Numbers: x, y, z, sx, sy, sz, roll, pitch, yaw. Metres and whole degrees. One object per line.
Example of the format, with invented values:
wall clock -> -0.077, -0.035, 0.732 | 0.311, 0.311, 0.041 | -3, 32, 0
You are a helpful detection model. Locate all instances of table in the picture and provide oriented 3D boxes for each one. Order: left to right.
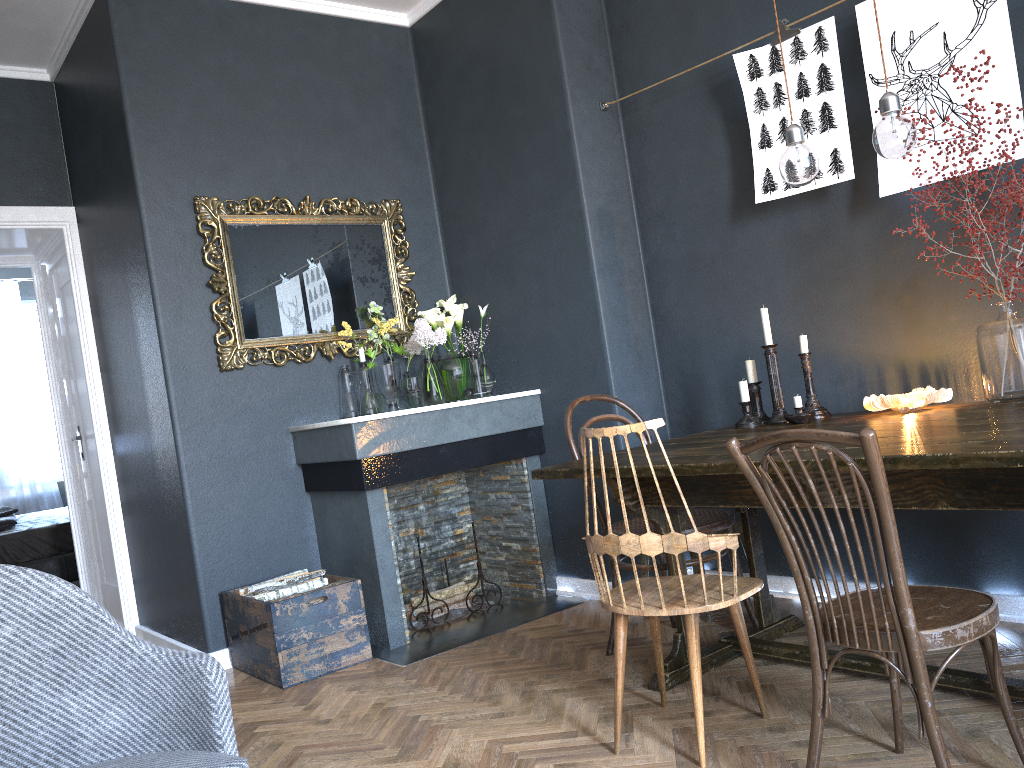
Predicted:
table -> 0.755, 0.745, 3.596 | 0.364, 0.318, 0.370 | -8, 0, -37
table -> 1.034, 0.480, 2.449 | 1.125, 0.727, 1.606 | -8, -1, -37

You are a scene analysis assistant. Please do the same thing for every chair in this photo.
chair -> -0.806, 0.706, 1.456 | 0.495, 0.811, 0.644 | -9, 0, 31
chair -> 0.514, 0.469, 3.117 | 0.437, 0.920, 0.550 | -9, 0, -35
chair -> 0.416, 0.513, 2.373 | 0.456, 0.856, 0.383 | -9, 0, 38
chair -> 0.767, 0.465, 1.820 | 0.466, 0.820, 0.363 | -9, 0, -38

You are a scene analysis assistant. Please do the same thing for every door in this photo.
door -> -2.370, 0.295, 5.057 | 0.161, 2.187, 0.858 | -9, 0, -37

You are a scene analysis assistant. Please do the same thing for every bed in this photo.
bed -> -3.249, 0.977, 7.173 | 2.372, 1.162, 2.268 | -8, -1, -37

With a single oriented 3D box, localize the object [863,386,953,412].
object -> 1.224, 0.051, 2.744 | 0.252, 0.072, 0.254 | -8, -1, -31

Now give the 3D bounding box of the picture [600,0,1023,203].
picture -> 1.787, -1.079, 2.113 | 0.057, 0.771, 4.462 | -9, 0, -38

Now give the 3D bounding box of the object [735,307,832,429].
object -> 0.902, -0.069, 3.098 | 0.223, 0.419, 0.368 | -9, 0, -36

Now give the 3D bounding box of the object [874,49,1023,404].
object -> 1.396, -0.412, 2.543 | 0.557, 0.931, 0.638 | -9, 0, 23

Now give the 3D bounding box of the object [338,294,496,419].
object -> -0.444, -0.163, 4.225 | 0.726, 0.547, 0.475 | -8, 0, -35

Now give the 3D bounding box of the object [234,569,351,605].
object -> -0.904, 0.916, 3.655 | 0.369, 0.247, 0.533 | -8, -1, -37

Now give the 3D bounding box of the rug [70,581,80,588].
rug -> -3.545, 1.605, 6.837 | 1.456, 0.013, 2.047 | -8, -1, -37

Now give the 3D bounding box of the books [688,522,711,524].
books -> 0.704, 0.567, 3.600 | 0.207, 0.025, 0.262 | -9, -1, 6

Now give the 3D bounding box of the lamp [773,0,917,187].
lamp -> 0.180, -1.265, 2.231 | 1.590, 1.574, 0.583 | -9, 0, -6

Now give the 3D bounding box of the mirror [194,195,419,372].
mirror -> -0.913, -0.495, 4.169 | 1.055, 0.784, 0.067 | -8, 0, -37

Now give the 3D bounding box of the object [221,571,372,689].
object -> -0.896, 0.992, 3.652 | 0.383, 0.326, 0.553 | -8, -1, -37

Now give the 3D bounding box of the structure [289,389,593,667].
structure -> -0.320, 0.588, 4.032 | 1.064, 0.981, 0.835 | -9, 0, -37

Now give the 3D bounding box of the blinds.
blinds -> -5.218, 0.461, 8.098 | 3.988, 2.789, 0.313 | -8, 0, -37
